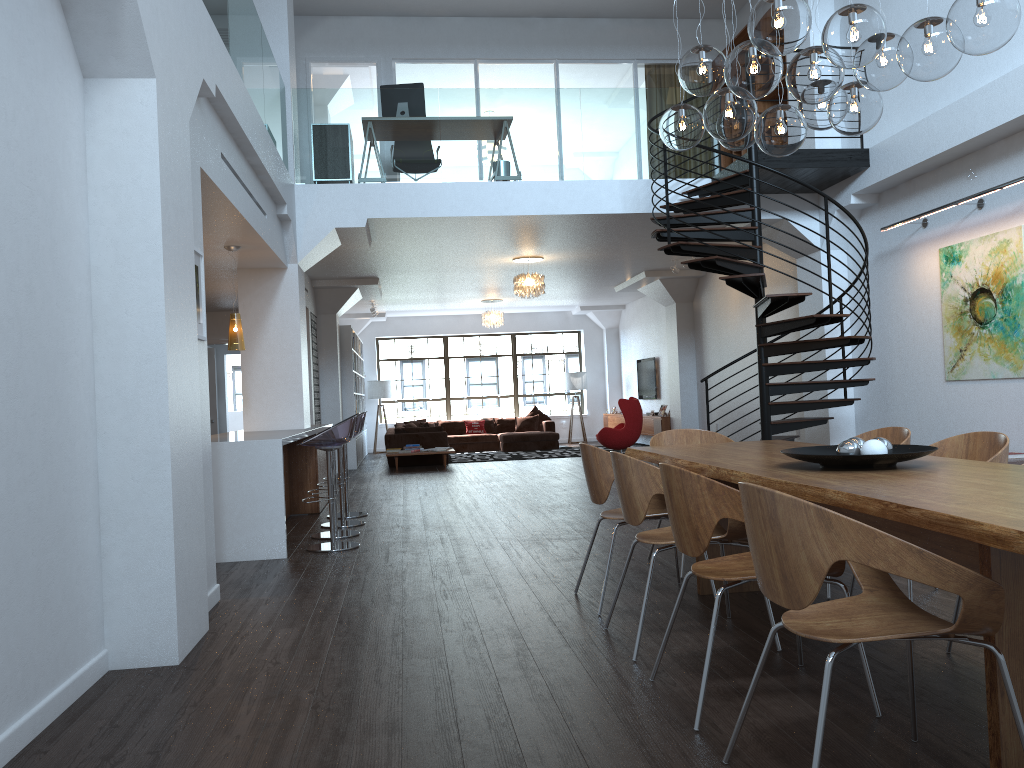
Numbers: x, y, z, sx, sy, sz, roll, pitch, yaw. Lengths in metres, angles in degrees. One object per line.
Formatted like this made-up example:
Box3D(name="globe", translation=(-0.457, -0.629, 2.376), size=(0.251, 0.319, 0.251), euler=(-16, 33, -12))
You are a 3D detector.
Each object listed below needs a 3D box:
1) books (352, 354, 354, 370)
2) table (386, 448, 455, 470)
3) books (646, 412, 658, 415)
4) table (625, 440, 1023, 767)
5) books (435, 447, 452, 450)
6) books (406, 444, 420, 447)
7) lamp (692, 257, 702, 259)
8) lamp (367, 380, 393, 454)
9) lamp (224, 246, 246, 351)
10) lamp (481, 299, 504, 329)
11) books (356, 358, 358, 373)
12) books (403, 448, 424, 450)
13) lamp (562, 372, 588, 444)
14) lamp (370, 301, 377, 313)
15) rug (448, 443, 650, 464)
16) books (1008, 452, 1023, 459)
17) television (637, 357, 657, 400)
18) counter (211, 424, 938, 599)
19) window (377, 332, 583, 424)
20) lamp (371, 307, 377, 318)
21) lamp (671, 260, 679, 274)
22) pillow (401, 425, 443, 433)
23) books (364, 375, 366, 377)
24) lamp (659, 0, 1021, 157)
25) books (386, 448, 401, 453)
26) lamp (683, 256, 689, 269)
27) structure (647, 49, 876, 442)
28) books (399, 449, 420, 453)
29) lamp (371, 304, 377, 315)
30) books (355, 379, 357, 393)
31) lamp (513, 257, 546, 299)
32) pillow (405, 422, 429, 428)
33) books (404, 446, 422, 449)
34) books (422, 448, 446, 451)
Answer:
Box3D(name="books", translation=(-2.813, -0.368, 15.226), size=(0.176, 0.290, 0.053), euler=(-2, -1, -7))
Box3D(name="table", translation=(-1.499, 1.236, 14.546), size=(1.100, 0.271, 0.853), euler=(-2, -1, -7))
Box3D(name="books", translation=(2.732, 0.569, 16.895), size=(0.250, 0.053, 0.400), euler=(-2, -1, -7))
Box3D(name="table", translation=(1.411, 0.703, 3.560), size=(1.012, 0.750, 3.803), euler=(-2, -1, -7))
Box3D(name="books", translation=(-1.160, 1.071, 14.804), size=(0.256, 0.035, 0.350), euler=(-3, -1, 18))
Box3D(name="books", translation=(-1.653, 1.025, 14.814), size=(0.224, 0.027, 0.157), euler=(-3, -1, -2))
Box3D(name="lamp", translation=(2.524, -1.741, 12.006), size=(0.120, 0.211, 0.111), euler=(-2, -1, -33))
Box3D(name="lamp", translation=(-2.857, 0.714, 19.401), size=(0.545, 1.579, 0.545), euler=(-2, -1, -18))
Box3D(name="lamp", translation=(-1.711, -1.209, 8.850), size=(0.149, 1.807, 2.842), euler=(-3, -1, 32))
Box3D(name="lamp", translation=(-0.380, -1.361, 17.313), size=(0.441, 0.539, 0.442), euler=(-3, -1, 35))
Box3D(name="books", translation=(-3.019, -0.335, 16.731), size=(0.197, 0.283, 0.065), euler=(-2, -1, -7))
Box3D(name="books", translation=(-1.650, 1.093, 14.811), size=(0.312, 0.037, 0.216), euler=(-2, -1, -17))
Box3D(name="lamp", translation=(1.432, 0.529, 19.824), size=(0.545, 1.579, 0.545), euler=(-3, -1, 4))
Box3D(name="lamp", translation=(-2.611, -1.443, 16.607), size=(0.111, 0.211, 0.120), euler=(-3, -1, 27))
Box3D(name="rug", translation=(0.742, 1.304, 16.861), size=(4.200, 0.007, 3.100), euler=(-2, -1, -6))
Box3D(name="books", translation=(3.838, 0.552, 6.839), size=(0.224, 0.036, 0.161), euler=(-2, -1, -13))
Box3D(name="television", translation=(2.680, -0.099, 17.682), size=(0.013, 0.816, 1.324), euler=(-2, -1, -7))
Box3D(name="counter", translation=(-1.262, 0.820, 7.113), size=(3.039, 0.860, 8.182), euler=(-2, -1, -36))
Box3D(name="window", translation=(-0.699, -0.155, 20.297), size=(4.648, 1.905, 0.114), euler=(-2, -1, -7))
Box3D(name="lamp", translation=(-2.734, -1.423, 17.624), size=(0.120, 0.211, 0.111), euler=(-2, -1, -33))
Box3D(name="lamp", translation=(2.401, -1.720, 13.023), size=(0.111, 0.211, 0.120), euler=(-3, -1, 27))
Box3D(name="pillow", translation=(-1.538, 0.909, 15.339), size=(0.750, 0.364, 0.289), euler=(-2, -1, -8))
Box3D(name="books", translation=(-3.320, -0.163, 19.048), size=(0.284, 0.035, 0.197), euler=(-3, -1, 23))
Box3D(name="lamp", translation=(1.241, -2.137, 3.917), size=(0.849, 2.140, 1.787), euler=(-2, -1, -8))
Box3D(name="books", translation=(-1.958, 1.101, 14.714), size=(0.241, 0.045, 0.334), euler=(-2, -1, -6))
Box3D(name="lamp", translation=(2.462, -1.730, 12.521), size=(0.111, 0.211, 0.120), euler=(-3, -1, 42))
Box3D(name="structure", translation=(2.360, -1.068, 8.490), size=(1.998, 4.352, 1.998), euler=(-3, -1, 44))
Box3D(name="books", translation=(-1.671, 1.088, 14.404), size=(0.236, 0.035, 0.340), euler=(-3, -1, 18))
Box3D(name="lamp", translation=(-2.672, -1.433, 17.110), size=(0.111, 0.211, 0.120), euler=(-3, -1, 42))
Box3D(name="books", translation=(-2.886, 0.041, 15.916), size=(0.182, 0.253, 0.034), euler=(-2, -1, -7))
Box3D(name="lamp", translation=(0.235, -1.463, 12.290), size=(0.441, 0.539, 0.442), euler=(-3, -1, 35))
Box3D(name="pillow", translation=(-1.610, 0.874, 15.599), size=(0.559, 0.411, 0.269), euler=(-3, -1, 39))
Box3D(name="books", translation=(-1.657, 1.057, 14.815), size=(0.279, 0.035, 0.191), euler=(-3, -1, 3))
Box3D(name="books", translation=(-1.272, 1.070, 14.443), size=(0.342, 0.040, 0.231), euler=(-3, -1, 33))
